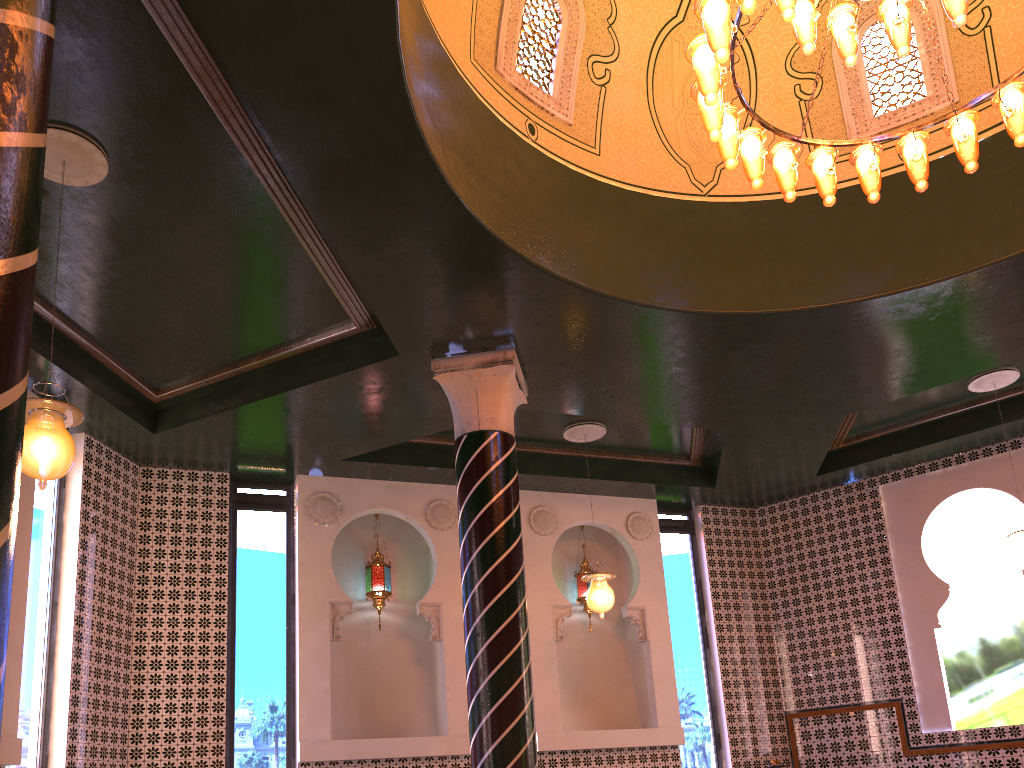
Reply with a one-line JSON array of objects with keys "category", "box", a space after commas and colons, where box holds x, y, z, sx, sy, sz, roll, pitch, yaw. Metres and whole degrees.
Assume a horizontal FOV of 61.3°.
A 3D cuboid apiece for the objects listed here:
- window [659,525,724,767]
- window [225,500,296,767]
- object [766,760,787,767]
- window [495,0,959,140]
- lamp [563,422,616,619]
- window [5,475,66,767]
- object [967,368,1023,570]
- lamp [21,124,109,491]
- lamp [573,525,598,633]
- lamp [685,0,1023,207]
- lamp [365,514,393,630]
[{"category": "window", "box": [2.432, 3.887, 12.037, 0.776, 3.776, 0.096, 2, -16, -22]}, {"category": "window", "box": [-2.913, 3.267, 10.015, 0.776, 3.776, 0.096, 2, -16, -22]}, {"category": "object", "box": [3.560, 5.371, 10.876, 1.205, 1.186, 1.307, 11, -25, -35]}, {"category": "window", "box": [1.983, -3.829, 5.377, 5.924, 1.099, 5.742, 20, -34, -41]}, {"category": "lamp", "box": [0.943, 1.616, 10.088, 0.519, 2.188, 0.550, -3, -15, -3]}, {"category": "window", "box": [-4.553, 2.434, 8.058, 0.091, 3.776, 0.817, -6, -15, 7]}, {"category": "object", "box": [5.472, 0.993, 9.416, 0.519, 2.188, 0.550, -3, -15, -3]}, {"category": "lamp", "box": [-2.823, -0.435, 5.310, 0.519, 2.188, 0.550, -3, -15, -3]}, {"category": "lamp", "box": [1.023, 2.661, 11.883, 0.329, 1.477, 0.377, -10, -16, 21]}, {"category": "lamp", "box": [2.098, -3.836, 5.254, 2.493, 4.347, 2.611, -9, -18, 15]}, {"category": "lamp", "box": [-1.680, 2.338, 10.843, 0.325, 1.477, 0.382, 1, -16, -18]}]
